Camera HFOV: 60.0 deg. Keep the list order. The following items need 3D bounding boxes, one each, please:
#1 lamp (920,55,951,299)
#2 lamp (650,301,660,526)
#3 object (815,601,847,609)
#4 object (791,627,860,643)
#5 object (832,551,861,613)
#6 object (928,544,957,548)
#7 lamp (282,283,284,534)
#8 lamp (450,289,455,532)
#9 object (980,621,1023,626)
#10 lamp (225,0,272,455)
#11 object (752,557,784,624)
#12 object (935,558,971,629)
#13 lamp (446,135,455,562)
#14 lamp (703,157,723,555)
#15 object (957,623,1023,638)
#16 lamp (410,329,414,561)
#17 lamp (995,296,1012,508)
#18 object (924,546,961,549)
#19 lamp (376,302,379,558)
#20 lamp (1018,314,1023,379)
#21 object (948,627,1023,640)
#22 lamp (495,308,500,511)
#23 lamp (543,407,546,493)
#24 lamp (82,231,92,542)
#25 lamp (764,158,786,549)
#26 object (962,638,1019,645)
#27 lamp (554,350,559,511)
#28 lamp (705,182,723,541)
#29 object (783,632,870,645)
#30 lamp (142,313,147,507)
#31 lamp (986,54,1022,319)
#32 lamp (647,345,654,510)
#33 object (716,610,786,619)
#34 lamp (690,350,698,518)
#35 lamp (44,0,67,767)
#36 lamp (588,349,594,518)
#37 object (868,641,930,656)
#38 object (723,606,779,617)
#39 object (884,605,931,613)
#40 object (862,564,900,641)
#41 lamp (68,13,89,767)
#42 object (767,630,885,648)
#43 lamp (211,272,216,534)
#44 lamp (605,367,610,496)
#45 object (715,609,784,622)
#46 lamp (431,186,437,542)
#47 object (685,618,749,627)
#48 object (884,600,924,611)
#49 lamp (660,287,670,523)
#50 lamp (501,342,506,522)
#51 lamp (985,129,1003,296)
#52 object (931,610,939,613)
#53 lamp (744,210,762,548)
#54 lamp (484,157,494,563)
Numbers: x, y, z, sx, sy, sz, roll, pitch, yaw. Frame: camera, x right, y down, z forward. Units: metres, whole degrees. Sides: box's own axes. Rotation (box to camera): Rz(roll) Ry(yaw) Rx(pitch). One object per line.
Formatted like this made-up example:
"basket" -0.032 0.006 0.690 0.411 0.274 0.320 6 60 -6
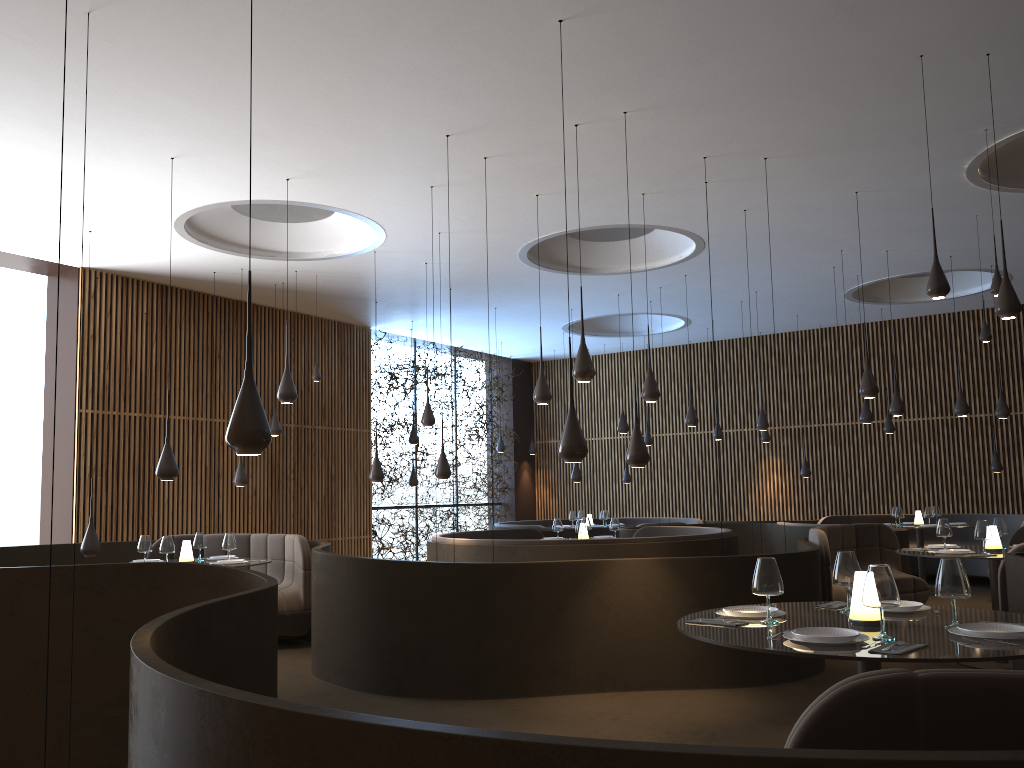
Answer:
"lamp" 2.507 -1.252 5.317 0.132 1.495 0.132 -6 -7 38
"lamp" 2.375 1.740 14.409 0.196 6.260 0.196 1 -6 -21
"object" 1.692 1.152 4.617 0.126 0.017 0.262 -8 -10 43
"object" 1.264 1.013 3.571 0.263 0.029 0.263 -5 -8 24
"object" 1.664 0.980 4.395 0.142 0.294 0.142 -5 -7 31
"object" 4.207 1.588 8.663 0.263 0.029 0.264 1 -8 -19
"lamp" -3.269 1.642 12.620 0.196 6.260 0.196 -6 -8 41
"lamp" -0.867 1.665 13.232 0.196 6.260 0.196 0 -6 -12
"object" 2.145 1.040 3.811 0.262 0.017 0.126 -7 -9 37
"lamp" -1.173 -1.163 3.981 0.196 2.953 0.196 4 -8 -41
"object" 1.182 0.953 4.094 0.142 0.294 0.142 -3 -6 18
"object" 1.903 0.903 3.826 0.142 0.294 0.142 -2 -6 2
"lamp" -0.496 0.932 7.485 0.196 6.260 0.196 1 -6 -21
"lamp" 1.906 0.959 8.129 0.196 6.260 0.196 -3 -6 18
"object" 1.947 0.999 3.585 0.263 0.029 0.264 3 -9 -33
"lamp" -1.833 2.086 16.401 0.196 6.260 0.196 2 -7 -31
"lamp" 8.181 1.629 14.569 0.196 6.260 0.196 4 -8 -41
"object" 4.207 1.598 8.662 0.332 0.014 0.333 2 -8 -22
"lamp" -2.121 1.794 14.030 0.196 6.260 0.196 -2 -6 8
"lamp" 8.861 1.681 15.106 0.196 6.260 0.196 2 -7 -31
"object" 1.947 1.009 3.584 0.332 0.014 0.333 1 -8 -17
"lamp" -0.209 1.831 14.669 0.196 6.260 0.196 0 -6 -12
"lamp" 0.774 2.529 20.386 0.196 6.260 0.196 2 -7 -31
"lamp" -4.823 1.343 9.974 0.196 6.260 0.196 -2 -6 8
"lamp" 2.499 0.953 8.187 0.196 6.260 0.196 -3 -6 18
"object" 1.945 1.009 3.580 0.204 0.012 0.411 -6 -9 33
"lamp" 1.000 2.374 19.194 0.196 6.260 0.196 2 -7 -31
"lamp" 2.067 1.041 8.808 0.196 6.260 0.196 2 -7 -31
"object" 1.264 1.022 3.570 0.332 0.014 0.332 -8 -10 43
"lamp" -4.743 2.183 11.344 0.196 6.260 0.196 -2 -6 8
"lamp" 3.107 -1.276 5.664 0.153 1.732 0.153 -1 -6 -2
"lamp" 2.978 2.271 18.731 0.196 6.260 0.196 4 -8 -41
"object" 1.161 1.118 4.311 0.332 0.014 0.332 -8 -10 41
"lamp" 3.824 2.208 18.384 0.196 6.260 0.196 2 -7 -31
"lamp" -2.016 0.218 3.903 0.196 6.260 0.196 4 -8 -41
"lamp" 1.746 2.351 19.145 0.196 6.260 0.196 -3 -6 18
"object" 1.456 0.996 3.338 0.262 0.017 0.127 5 -10 -43
"object" 1.160 1.109 4.312 0.263 0.029 0.264 -2 -7 3
"object" 1.899 1.113 4.399 0.332 0.014 0.332 -6 -9 33
"object" 1.494 0.882 3.586 0.142 0.294 0.142 3 -7 -33
"lamp" -2.670 0.427 5.443 0.196 6.260 0.196 4 -8 -41
"object" 1.260 1.024 3.573 0.411 0.012 0.204 -8 -10 42
"lamp" -4.035 1.571 11.925 0.196 6.260 0.196 -6 -8 41
"lamp" 2.047 2.277 18.609 0.196 6.260 0.196 4 -8 -41
"object" 1.163 1.120 4.315 0.204 0.012 0.411 -7 -9 37
"lamp" -0.749 1.098 8.755 0.196 6.260 0.196 -6 -7 38
"object" 0.947 1.103 4.098 0.262 0.017 0.126 -8 -10 41
"object" 1.899 1.103 4.400 0.263 0.029 0.264 -4 -8 24
"lamp" 2.373 1.619 13.450 0.196 6.260 0.196 1 -6 -21
"lamp" -0.146 2.256 18.057 0.196 6.260 0.196 2 -7 -31
"lamp" 4.258 -1.525 7.858 0.133 1.505 0.133 -4 -6 28
"object" 1.903 1.113 4.397 0.411 0.012 0.204 -7 -9 39
"lamp" 2.713 1.144 9.744 0.196 6.260 0.196 1 -6 -21
"lamp" -0.180 0.991 8.014 0.196 6.260 0.196 -6 -7 38
